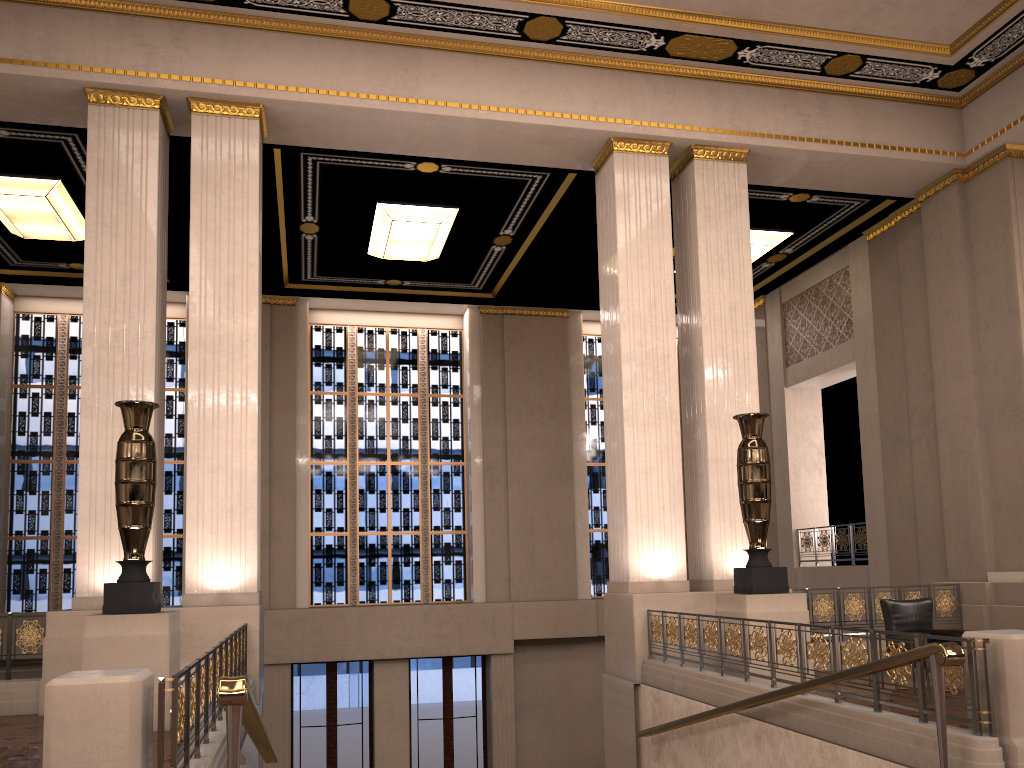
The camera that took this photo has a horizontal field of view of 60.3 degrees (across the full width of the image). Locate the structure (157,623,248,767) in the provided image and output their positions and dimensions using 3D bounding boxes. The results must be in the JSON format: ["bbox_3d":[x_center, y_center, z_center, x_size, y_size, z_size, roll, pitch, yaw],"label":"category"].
[{"bbox_3d":[-2.067,2.104,6.301,0.079,0.529,5.018,0,-12,-13],"label":"structure"}]

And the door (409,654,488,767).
[{"bbox_3d":[-1.176,6.321,16.161,1.491,2.692,0.157,0,-6,-13],"label":"door"}]

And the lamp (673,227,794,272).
[{"bbox_3d":[3.651,-2.137,14.734,1.167,0.211,2.050,1,-12,-13],"label":"lamp"}]

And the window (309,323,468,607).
[{"bbox_3d":[-2.362,1.524,16.887,2.988,5.296,0.070,0,-6,-13],"label":"window"}]

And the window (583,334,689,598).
[{"bbox_3d":[2.779,1.659,18.086,2.988,5.296,0.070,0,-6,-13],"label":"window"}]

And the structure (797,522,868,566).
[{"bbox_3d":[5.377,2.702,14.741,0.031,0.658,2.191,0,-12,-13],"label":"structure"}]

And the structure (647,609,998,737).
[{"bbox_3d":[2.055,2.212,7.262,0.079,0.529,5.018,0,-12,-14],"label":"structure"}]

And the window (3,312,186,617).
[{"bbox_3d":[-7.332,1.394,15.728,2.988,5.296,0.070,0,-6,-13],"label":"window"}]

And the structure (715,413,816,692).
[{"bbox_3d":[2.506,1.696,8.989,0.700,2.756,0.709,0,-6,-13],"label":"structure"}]

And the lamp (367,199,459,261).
[{"bbox_3d":[-1.559,-2.274,13.519,1.167,0.211,2.050,1,-12,-13],"label":"lamp"}]

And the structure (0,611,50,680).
[{"bbox_3d":[-5.763,2.537,8.403,2.535,0.647,0.032,1,-6,-13],"label":"structure"}]

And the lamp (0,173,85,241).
[{"bbox_3d":[-6.682,-2.408,12.324,1.167,0.211,2.050,1,-12,-13],"label":"lamp"}]

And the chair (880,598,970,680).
[{"bbox_3d":[4.446,2.728,9.457,0.648,0.833,0.728,1,-9,-18],"label":"chair"}]

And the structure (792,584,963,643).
[{"bbox_3d":[4.408,2.802,10.775,2.535,0.647,0.032,1,-6,-13],"label":"structure"}]

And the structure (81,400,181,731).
[{"bbox_3d":[-3.268,1.545,7.642,0.700,2.756,0.709,0,-6,-13],"label":"structure"}]

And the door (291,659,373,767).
[{"bbox_3d":[-3.210,6.267,15.686,1.491,2.692,0.157,0,-6,-13],"label":"door"}]
